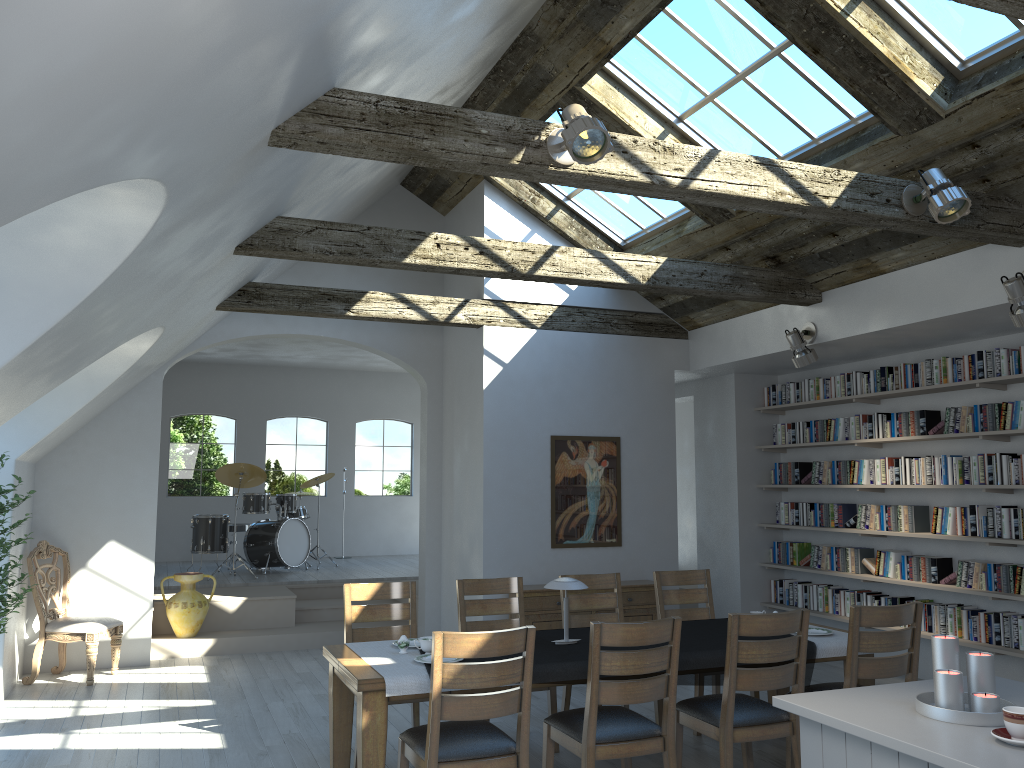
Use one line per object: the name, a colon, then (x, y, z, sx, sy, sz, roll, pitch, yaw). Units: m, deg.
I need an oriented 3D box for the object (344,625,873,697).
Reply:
object: (0.569, 1.502, 5.056, 2.872, 0.077, 1.050, 3, -7, -21)

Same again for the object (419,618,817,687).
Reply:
object: (0.572, 1.574, 5.052, 2.456, 0.227, 1.073, 3, -7, -21)

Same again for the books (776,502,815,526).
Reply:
books: (2.856, 1.290, 8.824, 0.214, 0.220, 0.490, 3, -7, -21)

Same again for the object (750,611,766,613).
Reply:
object: (1.533, 1.466, 5.535, 0.071, 0.098, 0.100, -5, -8, 37)

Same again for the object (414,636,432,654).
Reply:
object: (-0.432, 1.373, 4.646, 0.124, 0.081, 0.130, -2, -7, 21)

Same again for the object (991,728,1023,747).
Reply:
object: (1.476, 1.030, 2.573, 0.153, 0.024, 0.153, 5, -8, -36)

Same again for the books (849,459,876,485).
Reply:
books: (3.196, 0.796, 8.006, 0.189, 0.228, 0.249, 3, -7, -21)

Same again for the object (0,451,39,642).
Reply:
object: (-3.666, 1.355, 6.052, 0.718, 1.920, 0.737, 0, -6, -2)

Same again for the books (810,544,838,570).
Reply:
books: (2.984, 1.646, 8.451, 0.189, 0.228, 0.249, 3, -7, -21)

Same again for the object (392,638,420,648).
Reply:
object: (-0.534, 1.434, 4.894, 0.250, 0.017, 0.253, 3, -7, -21)

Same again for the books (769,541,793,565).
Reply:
books: (2.769, 1.710, 9.000, 0.209, 0.220, 0.278, 3, -7, -23)

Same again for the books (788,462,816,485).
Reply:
books: (2.904, 0.882, 8.743, 0.189, 0.224, 0.345, 3, -7, -21)

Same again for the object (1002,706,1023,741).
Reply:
object: (1.484, 0.990, 2.572, 0.105, 0.084, 0.088, -5, -8, 37)

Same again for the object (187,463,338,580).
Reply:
object: (-3.372, 1.752, 11.653, 1.465, 1.383, 2.354, -3, -7, 23)

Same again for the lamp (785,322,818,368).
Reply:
lamp: (2.378, -0.321, 7.297, 0.265, 0.386, 0.235, 0, -6, 0)

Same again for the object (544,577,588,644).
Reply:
object: (0.304, 1.268, 4.970, 0.251, 0.362, 0.251, 0, -6, 1)

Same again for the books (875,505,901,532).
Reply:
books: (3.310, 1.160, 7.678, 0.209, 0.220, 0.278, 3, -7, -23)

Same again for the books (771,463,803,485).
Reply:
books: (2.792, 0.913, 9.031, 0.209, 0.220, 0.278, 3, -7, -23)

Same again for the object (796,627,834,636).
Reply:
object: (1.785, 1.477, 5.279, 0.250, 0.017, 0.253, 3, -7, -21)

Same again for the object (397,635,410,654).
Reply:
object: (-0.572, 1.371, 4.676, 0.064, 0.092, 0.064, 0, -6, -3)

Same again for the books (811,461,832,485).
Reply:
books: (3.007, 0.850, 8.482, 0.189, 0.228, 0.249, 3, -7, -21)

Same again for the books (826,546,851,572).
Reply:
books: (3.076, 1.622, 8.225, 0.209, 0.220, 0.278, 3, -7, -23)

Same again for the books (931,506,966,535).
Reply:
books: (3.526, 1.097, 7.129, 0.189, 0.228, 0.249, 3, -7, -21)

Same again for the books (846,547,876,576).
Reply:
books: (3.186, 1.591, 7.941, 0.189, 0.229, 0.343, 3, -7, -21)

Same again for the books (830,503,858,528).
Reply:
books: (3.115, 1.217, 8.165, 0.189, 0.224, 0.345, 3, -7, -21)

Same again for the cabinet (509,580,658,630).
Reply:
cabinet: (0.679, 2.192, 8.078, 1.481, 0.714, 0.383, 3, -7, -21)

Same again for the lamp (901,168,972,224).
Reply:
lamp: (2.322, -1.027, 4.828, 0.233, 0.323, 0.343, 3, -7, -21)

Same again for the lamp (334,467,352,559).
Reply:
lamp: (-2.592, 1.974, 13.653, 0.232, 1.383, 0.238, 3, -7, -21)

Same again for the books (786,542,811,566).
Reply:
books: (2.879, 1.676, 8.716, 0.189, 0.224, 0.345, 3, -7, -21)

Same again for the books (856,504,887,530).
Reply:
books: (3.218, 1.185, 7.904, 0.189, 0.228, 0.249, 3, -7, -21)

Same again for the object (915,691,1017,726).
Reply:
object: (1.483, 1.059, 2.900, 0.297, 0.040, 0.297, -2, -7, 19)

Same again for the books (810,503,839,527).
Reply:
books: (3.003, 1.248, 8.454, 0.209, 0.220, 0.278, 3, -7, -23)

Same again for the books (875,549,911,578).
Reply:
books: (3.291, 1.553, 7.676, 0.189, 0.228, 0.249, 3, -7, -21)

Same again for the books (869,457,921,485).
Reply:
books: (3.336, 0.752, 7.659, 0.214, 0.237, 0.490, 3, -7, -21)

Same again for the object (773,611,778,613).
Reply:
object: (1.658, 1.473, 5.573, 0.064, 0.092, 0.064, 6, -9, -44)

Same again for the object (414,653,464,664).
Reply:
object: (-0.366, 1.384, 4.454, 0.250, 0.017, 0.253, 3, -7, -21)

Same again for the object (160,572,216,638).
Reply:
object: (-3.161, 2.154, 8.643, 0.396, 0.605, 0.402, -3, -7, 25)

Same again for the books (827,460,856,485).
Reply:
books: (3.099, 0.825, 8.256, 0.209, 0.220, 0.278, 3, -7, -23)

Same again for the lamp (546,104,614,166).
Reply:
lamp: (0.308, -1.137, 4.037, 0.233, 0.311, 0.354, 3, -7, -21)

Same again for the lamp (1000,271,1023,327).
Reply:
lamp: (3.124, -0.535, 5.418, 0.265, 0.386, 0.235, 0, -6, 0)
